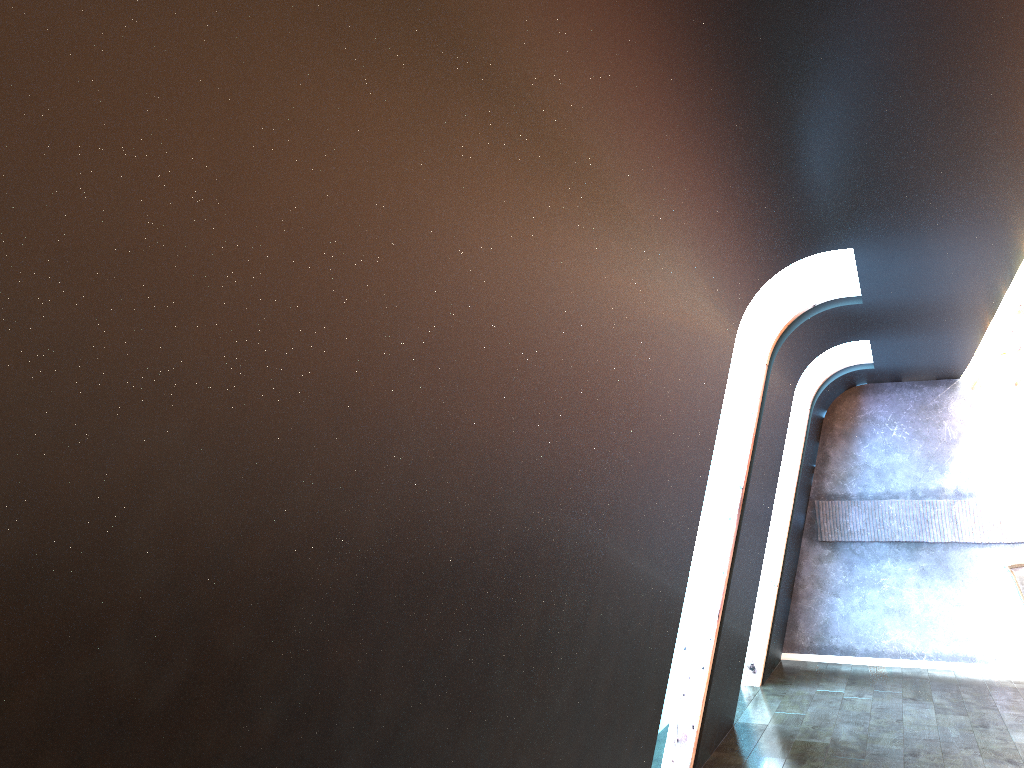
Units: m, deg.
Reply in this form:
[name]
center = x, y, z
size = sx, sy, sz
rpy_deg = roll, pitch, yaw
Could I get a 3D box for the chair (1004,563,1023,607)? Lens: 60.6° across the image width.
[chair]
center = 4.428, 2.055, 6.799
size = 0.810, 1.273, 0.776
rpy_deg = 8, -16, -32

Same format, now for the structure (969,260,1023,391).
[structure]
center = 4.968, 0.547, 3.614
size = 4.504, 3.074, 11.229
rpy_deg = -5, -9, 23
